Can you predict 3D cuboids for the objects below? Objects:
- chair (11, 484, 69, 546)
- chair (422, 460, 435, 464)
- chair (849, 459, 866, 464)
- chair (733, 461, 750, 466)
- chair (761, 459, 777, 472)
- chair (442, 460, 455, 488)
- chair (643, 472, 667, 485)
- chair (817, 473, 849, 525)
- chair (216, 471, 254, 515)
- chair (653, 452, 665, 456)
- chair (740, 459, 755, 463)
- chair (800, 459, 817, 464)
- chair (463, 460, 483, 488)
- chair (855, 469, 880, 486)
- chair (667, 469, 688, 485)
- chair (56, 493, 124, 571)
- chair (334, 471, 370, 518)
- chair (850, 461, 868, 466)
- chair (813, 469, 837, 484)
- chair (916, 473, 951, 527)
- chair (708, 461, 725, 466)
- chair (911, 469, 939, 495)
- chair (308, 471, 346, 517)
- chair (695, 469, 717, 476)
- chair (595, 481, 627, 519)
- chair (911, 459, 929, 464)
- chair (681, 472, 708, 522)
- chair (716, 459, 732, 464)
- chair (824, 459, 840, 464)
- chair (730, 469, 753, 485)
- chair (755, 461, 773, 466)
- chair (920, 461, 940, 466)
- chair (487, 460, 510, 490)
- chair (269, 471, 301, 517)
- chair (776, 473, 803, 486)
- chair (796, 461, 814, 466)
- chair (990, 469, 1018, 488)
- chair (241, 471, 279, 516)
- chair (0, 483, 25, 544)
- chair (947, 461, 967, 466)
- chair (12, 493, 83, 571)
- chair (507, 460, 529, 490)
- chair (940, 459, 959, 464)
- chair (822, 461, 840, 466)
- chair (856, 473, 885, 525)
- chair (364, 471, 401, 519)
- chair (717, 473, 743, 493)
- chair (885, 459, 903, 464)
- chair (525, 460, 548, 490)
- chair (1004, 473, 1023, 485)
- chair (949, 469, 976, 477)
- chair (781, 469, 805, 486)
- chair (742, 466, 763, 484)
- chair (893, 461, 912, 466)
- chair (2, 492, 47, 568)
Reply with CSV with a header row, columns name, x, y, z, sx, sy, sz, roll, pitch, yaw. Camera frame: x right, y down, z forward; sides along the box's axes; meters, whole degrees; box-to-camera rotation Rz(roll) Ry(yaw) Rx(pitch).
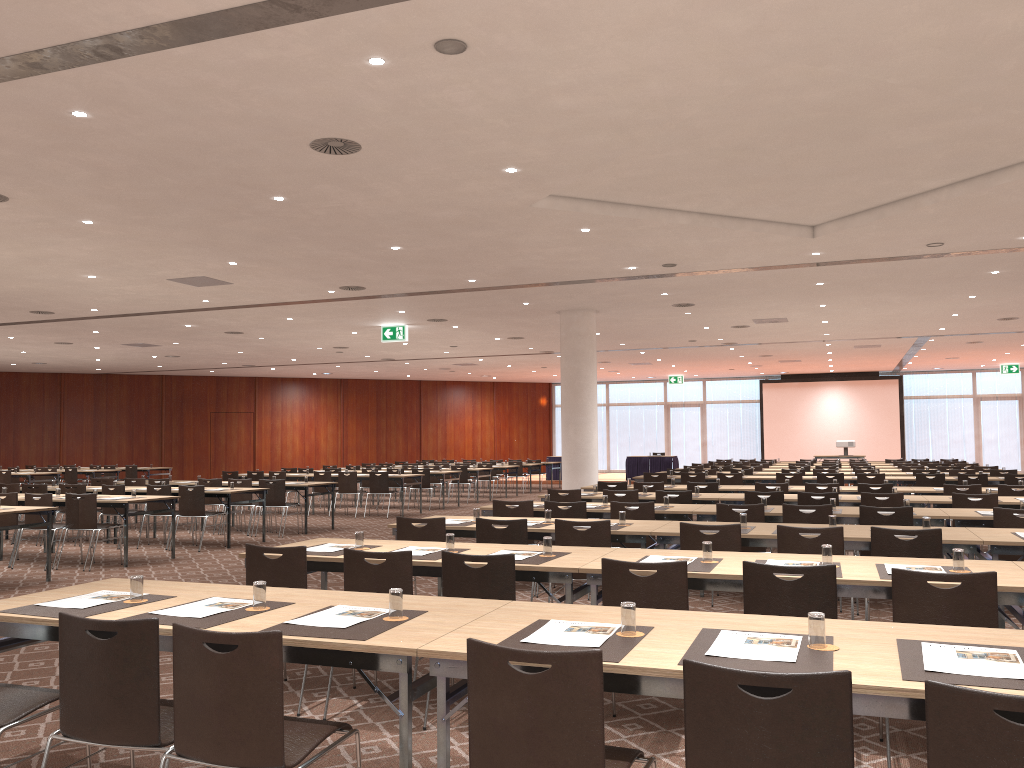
name,x,y,z,sx,sy,sz,roll,pitch,yaw
chair,-7.417,2.032,13.955,0.536,0.939,0.614,-2,-3,20
chair,-2.641,2.918,28.689,0.536,0.939,0.614,-2,-3,18
chair,9.506,2.524,24.332,0.536,0.939,0.614,-2,-3,23
chair,6.070,2.498,23.390,0.536,0.939,0.614,-2,-3,19
chair,7.274,2.593,25.075,0.536,0.939,0.614,-2,-3,18
chair,-1.990,2.902,28.535,0.535,0.939,0.614,-2,-3,19
chair,2.655,2.074,16.169,0.536,0.939,0.614,-2,-3,22
chair,5.460,1.984,15.178,0.536,0.939,0.614,-2,-3,20
chair,-6.020,2.356,19.288,0.536,0.939,0.614,-2,-3,23
chair,5.042,2.840,30.655,0.536,0.939,0.614,-2,-3,23
chair,6.758,2.615,25.347,0.536,0.939,0.614,-2,-3,21
chair,8.283,2.562,24.739,0.536,0.939,0.614,-2,-3,21
chair,-1.298,2.883,28.342,0.536,0.939,0.614,-2,-3,18
chair,6.745,2.076,16.833,0.536,0.939,0.614,-2,-3,18
chair,3.403,2.184,18.023,0.536,0.939,0.614,-2,-3,21
chair,-5.278,1.834,11.159,0.536,0.939,0.614,-2,-3,20
chair,-3.310,2.266,18.287,0.536,0.939,0.614,-2,-3,19
chair,8.776,2.408,22.390,0.536,0.939,0.614,-2,-3,23
chair,6.030,2.097,17.052,0.536,0.939,0.614,-2,-3,19
chair,6.885,1.934,14.606,0.536,0.939,0.614,-2,-3,18
chair,5.490,2.522,23.686,0.536,0.939,0.614,-2,-3,18
chair,7.653,2.041,16.415,0.536,0.939,0.614,-2,-3,19
chair,-3.892,2.295,18.651,0.536,0.939,0.614,-2,-3,23
chair,3.922,2.164,17.794,0.536,0.939,0.614,-2,-3,23
chair,1.500,1.876,12.868,0.536,0.939,0.614,-2,-3,20
chair,10.955,2.476,23.797,0.536,0.939,0.614,-2,-3,19
chair,3.295,2.056,15.977,0.536,0.939,0.614,-2,-3,21
chair,6.139,2.633,25.531,0.536,0.939,0.614,-2,-3,23
chair,8.848,2.540,24.493,0.536,0.939,0.614,-2,-3,19
chair,4.593,2.147,17.628,0.536,0.939,0.614,-2,-3,21
chair,6.626,2.482,23.221,0.536,0.939,0.614,-2,-3,23
chair,10.286,2.358,21.832,0.536,0.939,0.614,-2,-3,21
chair,-0.432,2.845,27.873,0.536,0.939,0.614,-2,-3,19
chair,-4.894,2.318,18.872,0.536,0.939,0.614,-2,-3,22
chair,4.826,2.002,15.367,0.536,0.939,0.614,-2,-3,21
chair,7.587,2.453,22.911,0.536,0.939,0.614,-2,-3,23
chair,8.850,2.001,15.973,0.536,0.939,0.614,-2,-3,22
chair,-5.443,2.342,19.161,0.536,0.939,0.614,-2,-3,22
chair,-7.935,2.054,14.225,0.536,0.939,0.614,-2,-3,19
chair,10.852,2.342,21.660,0.536,0.939,0.614,-2,-3,20
chair,-5.881,1.846,11.258,0.536,0.939,0.614,-2,-3,18
chair,0.166,2.830,27.738,0.536,0.939,0.614,-2,-3,23
chair,11.585,2.450,23.482,0.536,0.939,0.614,-2,-3,23
chair,8.179,2.430,22.647,0.536,0.939,0.614,-2,-3,23
chair,6.037,1.960,14.882,0.536,0.939,0.614,-2,-3,21
chair,-2.645,2.249,18.127,0.536,0.939,0.614,-2,-3,19
chair,3.880,2.031,15.679,0.536,0.939,0.614,-2,-3,21
chair,10.315,2.492,23.951,0.536,0.939,0.614,-2,-3,19
chair,0.747,2.806,27.437,0.536,0.939,0.614,-2,-3,20
chair,8.123,1.896,14.193,0.536,0.939,0.614,-2,-3,23
chair,8.235,2.024,16.237,0.536,0.939,0.614,-2,-3,20
chair,5.478,2.113,17.219,0.536,0.939,0.614,-2,-3,20
chair,5.277,2.254,19.423,0.536,0.939,0.614,-2,-3,18
chair,9.751,2.381,22.111,0.536,0.939,0.614,-2,-3,22
chair,-6.487,1.871,11.560,0.536,0.939,0.614,-2,-3,20
